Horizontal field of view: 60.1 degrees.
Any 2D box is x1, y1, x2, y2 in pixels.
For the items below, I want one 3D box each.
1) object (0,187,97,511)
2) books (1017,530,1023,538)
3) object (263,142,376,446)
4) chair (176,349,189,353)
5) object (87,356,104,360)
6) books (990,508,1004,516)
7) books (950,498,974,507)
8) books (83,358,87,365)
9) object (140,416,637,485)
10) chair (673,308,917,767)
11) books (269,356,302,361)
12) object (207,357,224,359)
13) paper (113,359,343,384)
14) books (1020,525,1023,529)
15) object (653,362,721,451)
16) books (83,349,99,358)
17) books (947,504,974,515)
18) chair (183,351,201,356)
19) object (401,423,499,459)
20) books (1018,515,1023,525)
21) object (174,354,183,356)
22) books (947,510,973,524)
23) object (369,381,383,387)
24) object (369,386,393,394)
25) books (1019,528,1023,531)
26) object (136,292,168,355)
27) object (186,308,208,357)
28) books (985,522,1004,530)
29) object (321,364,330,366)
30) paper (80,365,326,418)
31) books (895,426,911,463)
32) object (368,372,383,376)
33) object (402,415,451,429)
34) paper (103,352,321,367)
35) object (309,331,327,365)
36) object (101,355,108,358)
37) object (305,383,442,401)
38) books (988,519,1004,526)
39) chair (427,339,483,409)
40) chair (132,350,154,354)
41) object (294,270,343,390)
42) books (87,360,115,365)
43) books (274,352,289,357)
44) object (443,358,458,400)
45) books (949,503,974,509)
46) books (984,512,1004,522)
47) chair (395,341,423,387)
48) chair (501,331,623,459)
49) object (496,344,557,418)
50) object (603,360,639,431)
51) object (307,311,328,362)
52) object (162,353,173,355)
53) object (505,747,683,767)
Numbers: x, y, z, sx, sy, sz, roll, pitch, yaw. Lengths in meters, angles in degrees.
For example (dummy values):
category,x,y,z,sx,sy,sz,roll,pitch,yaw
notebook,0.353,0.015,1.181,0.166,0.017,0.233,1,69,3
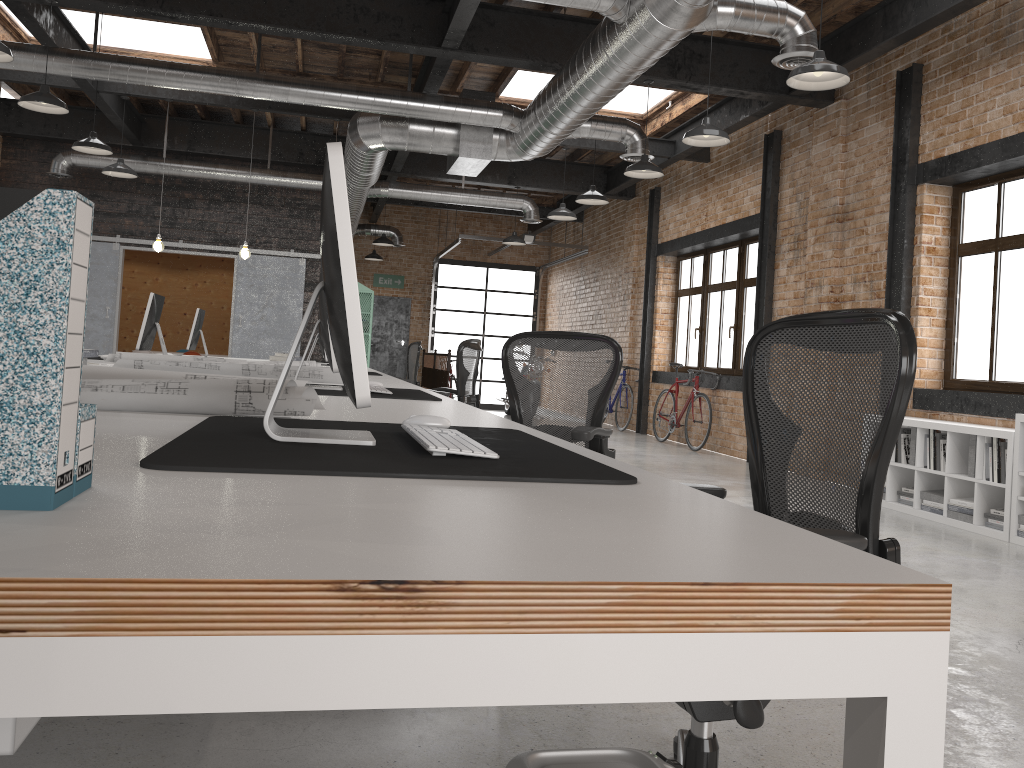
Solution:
category,x,y,z,sx,sy,sz,roll,pitch,yaw
object,-0.572,-0.047,0.873,0.280,0.313,0.150,4,-1,-12
books,3.241,0.919,5.345,0.206,0.061,0.274,3,1,-12
object,-0.331,-0.145,1.598,0.189,0.485,0.484,4,0,-12
chair,-5.850,-0.222,15.630,0.617,0.778,0.581,4,0,-18
object,-2.737,-0.174,6.433,0.686,0.008,0.849,3,2,-13
books,3.220,0.823,5.641,0.198,0.055,0.240,3,1,-12
books,3.118,0.795,5.943,0.214,0.052,0.252,3,1,-12
books,-2.222,-0.108,4.347,0.200,0.050,0.272,3,1,-15
object,-0.234,0.107,1.603,0.687,0.008,0.849,3,2,-12
chair,0.414,0.374,1.733,0.791,1.087,0.771,4,0,-29
books,-1.837,-0.207,7.198,0.193,0.044,0.257,4,1,5
object,-3.267,-0.270,8.845,0.686,0.008,0.849,3,2,-13
paper,-1.322,-0.066,4.243,1.133,0.082,0.083,3,0,-18
books,3.248,0.875,5.334,0.214,0.046,0.251,3,1,-12
object,2.095,0.255,10.988,0.401,1.041,1.739,4,1,-18
books,-2.200,-0.154,4.368,0.193,0.044,0.257,4,1,5
books,3.111,0.839,5.953,0.206,0.067,0.275,3,1,-12
chair,-4.980,-0.120,13.796,0.617,0.778,0.581,4,0,-18
object,-0.123,0.101,1.615,0.118,0.017,0.439,3,2,-12
books,3.251,0.838,5.354,0.217,0.078,0.291,3,1,-12
object,-3.374,-0.289,8.843,0.118,0.017,0.439,3,2,-12
books,3.112,0.890,5.960,0.217,0.072,0.290,3,1,-12
object,-0.628,0.002,3.947,0.106,0.028,0.059,3,1,-14
object,-0.565,0.021,3.625,0.118,0.017,0.439,3,2,-12
books,3.247,0.893,5.338,0.219,0.034,0.260,3,1,-12
object,-2.608,-0.413,6.460,0.189,0.485,0.484,4,0,-12
object,-3.138,-0.509,8.871,0.189,0.485,0.484,4,0,-12
books,3.197,0.912,5.661,0.184,0.049,0.261,3,1,-12
object,-1.939,-0.202,9.363,0.686,0.008,0.849,3,2,-13
paper,-1.031,0.001,2.437,0.974,0.105,1.076,3,2,-15
books,3.037,0.441,6.726,0.271,0.355,0.063,4,-1,-7
object,-1.345,-0.094,6.661,0.687,0.008,0.849,3,2,-12
object,-0.186,0.082,1.937,0.106,0.028,0.059,3,1,-11
paper,-1.862,-0.132,5.549,1.076,0.105,0.974,5,2,42
object,-2.031,-0.453,9.334,0.189,0.485,0.484,4,0,-12
object,-2.781,-0.187,6.111,0.106,0.028,0.059,3,1,-11
object,-0.677,0.027,3.620,0.687,0.008,0.849,3,2,-12
books,3.195,0.883,5.647,0.163,0.047,0.239,3,1,-12
chair,-0.550,0.182,6.775,0.792,1.087,0.770,4,0,-4
chair,-5.668,-0.159,13.645,0.617,0.778,0.581,4,0,-18
object,-0.773,-0.225,3.609,0.189,0.485,0.484,4,0,-12
books,-2.373,-0.121,5.097,0.244,0.019,0.205,4,2,25
books,-1.851,-0.239,7.196,0.152,0.030,0.185,3,1,-14
object,-1.156,0.010,16.343,0.410,1.034,1.734,4,1,-6
books,3.117,0.813,5.947,0.219,0.039,0.260,3,1,-12
books,3.217,0.856,5.665,0.222,0.055,0.282,3,1,-12
chair,-1.265,0.068,9.467,0.791,1.087,0.771,4,0,-34
chair,0.125,0.303,3.772,0.771,1.087,0.791,3,0,11
object,0.249,-0.066,15.735,0.812,1.361,2.178,4,1,-25
object,1.541,0.154,13.512,0.401,1.041,1.739,4,1,-18
object,-1.437,-0.345,6.631,0.189,0.485,0.484,4,0,-12
object,-3.310,-0.283,8.521,0.106,0.028,0.059,3,1,-11
object,0.125,0.687,0.952,0.250,0.466,0.338,4,0,-12
